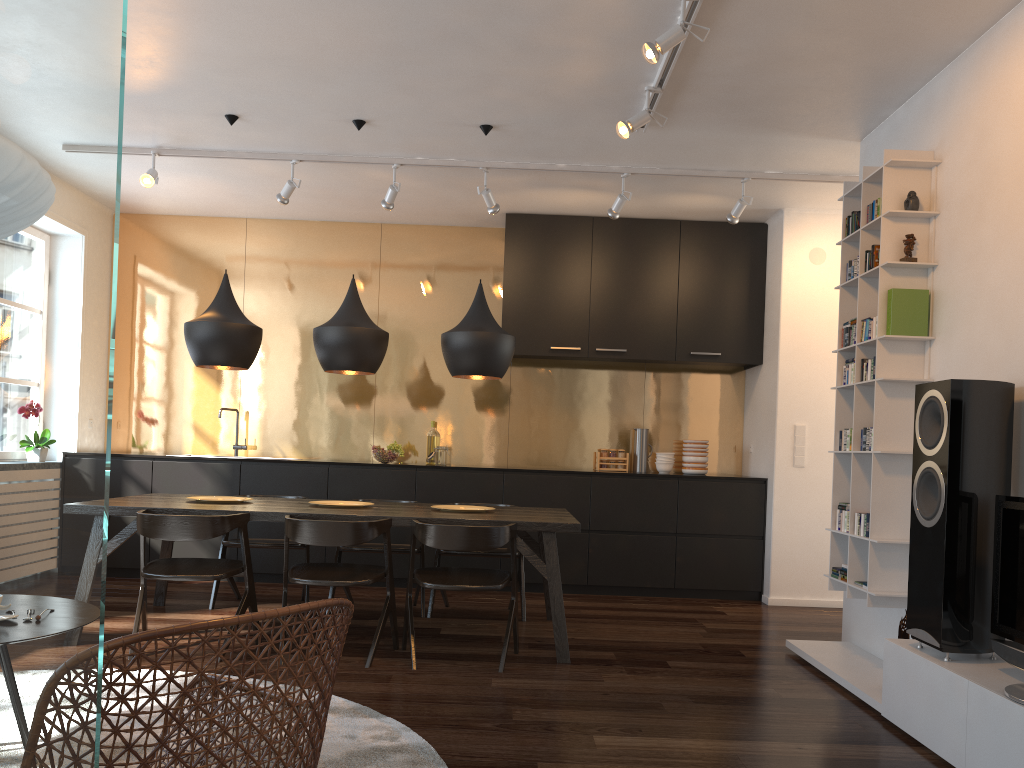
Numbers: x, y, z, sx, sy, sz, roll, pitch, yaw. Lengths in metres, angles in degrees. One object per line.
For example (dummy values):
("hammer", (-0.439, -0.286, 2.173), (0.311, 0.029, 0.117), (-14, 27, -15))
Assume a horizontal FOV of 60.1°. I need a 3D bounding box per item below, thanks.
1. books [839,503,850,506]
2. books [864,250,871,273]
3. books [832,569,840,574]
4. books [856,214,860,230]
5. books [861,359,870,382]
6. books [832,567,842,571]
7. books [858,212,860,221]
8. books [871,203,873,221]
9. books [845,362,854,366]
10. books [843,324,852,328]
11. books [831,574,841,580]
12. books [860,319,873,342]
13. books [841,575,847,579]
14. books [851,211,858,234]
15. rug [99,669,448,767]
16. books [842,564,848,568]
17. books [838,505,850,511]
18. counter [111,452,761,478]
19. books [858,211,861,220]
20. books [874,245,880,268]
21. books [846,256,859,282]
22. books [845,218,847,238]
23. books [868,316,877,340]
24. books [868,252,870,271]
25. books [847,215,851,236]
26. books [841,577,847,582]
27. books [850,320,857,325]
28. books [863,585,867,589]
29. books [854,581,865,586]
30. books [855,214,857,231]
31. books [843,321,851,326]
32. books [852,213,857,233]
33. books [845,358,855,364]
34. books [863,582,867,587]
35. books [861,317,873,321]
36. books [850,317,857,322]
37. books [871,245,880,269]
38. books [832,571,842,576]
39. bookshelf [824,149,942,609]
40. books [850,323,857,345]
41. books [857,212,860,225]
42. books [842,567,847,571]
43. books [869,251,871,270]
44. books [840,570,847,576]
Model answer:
("books", (1.699, 0.602, 4.413), (0.093, 0.012, 0.112), (2, -4, 0))
("books", (1.707, -0.577, 4.187), (0.069, 0.107, 0.023), (2, 0, 0))
("books", (1.651, 0.936, 4.421), (0.069, 0.015, 0.092), (2, -4, 0))
("books", (1.716, -0.787, 4.310), (0.069, 0.091, 0.046), (2, -1, 0))
("books", (1.706, -0.061, 4.222), (0.074, 0.115, 0.029), (2, 0, 0))
("books", (1.653, 0.926, 4.416), (0.069, 0.009, 0.107), (2, -4, 0))
("books", (1.718, -0.793, 4.284), (0.069, 0.098, 0.058), (2, -1, 0))
("books", (1.731, -0.800, 4.173), (0.069, 0.107, 0.012), (2, 0, 0))
("books", (1.730, -0.099, 4.415), (0.093, 0.012, 0.112), (2, -4, 0))
("books", (1.710, -0.287, 4.430), (0.069, 0.014, 0.092), (2, -4, 0))
("books", (1.650, 0.964, 4.419), (0.074, 0.015, 0.099), (2, -4, 0))
("books", (1.711, -0.248, 4.187), (0.096, 0.107, 0.088), (2, -2, 0))
("books", (1.651, 0.940, 4.296), (0.069, 0.014, 0.092), (2, -4, 0))
("books", (1.718, -0.794, 4.376), (0.074, 0.115, 0.029), (2, 0, 0))
("rug", (-1.570, 1.137, 2.420), (2.840, 0.012, 2.841), (4, -5, -20))
("books", (1.655, 0.889, 4.296), (0.069, 0.014, 0.092), (2, -4, 0))
("books", (1.681, 0.619, 4.414), (0.069, 0.023, 0.107), (2, -4, 0))
("counter", (-0.688, 0.610, 6.704), (5.060, 0.002, 0.734), (2, -4, 0))
("books", (1.718, -0.793, 4.275), (0.069, 0.098, 0.058), (2, -1, 0))
("books", (1.712, -0.584, 4.091), (0.069, 0.107, 0.016), (2, 0, 0))
("books", (1.736, -0.566, 4.358), (0.108, 0.112, 0.222), (2, -3, 0))
("books", (1.719, -0.783, 4.463), (0.069, 0.107, 0.016), (2, 0, 0))
("books", (1.722, -0.260, 4.077), (0.122, 0.112, 0.137), (2, -3, 0))
("books", (1.710, -0.571, 4.155), (0.069, 0.092, 0.014), (2, 0, 0))
("books", (1.714, -0.786, 4.429), (0.069, 0.107, 0.023), (2, 0, 0))
("books", (1.654, 0.956, 4.303), (0.069, 0.016, 0.107), (2, -4, 0))
("books", (1.701, -0.302, 4.301), (0.069, 0.018, 0.108), (2, -4, 0))
("books", (1.665, 0.939, 4.063), (0.069, 0.014, 0.092), (2, -4, 0))
("books", (1.686, 0.947, 4.179), (0.093, 0.012, 0.112), (2, -4, 0))
("books", (1.717, -0.786, 4.334), (0.069, 0.093, 0.028), (2, 0, 0))
("books", (1.707, -0.301, 4.426), (0.069, 0.014, 0.093), (2, -4, 5))
("books", (1.716, -0.789, 4.353), (0.074, 0.099, 0.019), (2, 0, 0))
("books", (1.734, -0.114, 4.417), (0.096, 0.022, 0.112), (2, -4, 0))
("books", (1.662, 0.925, 4.060), (0.069, 0.014, 0.093), (2, -4, 5))
("books", (1.707, -0.306, 4.181), (0.069, 0.008, 0.107), (2, -4, 0))
("books", (1.711, -0.316, 4.300), (0.093, 0.014, 0.112), (2, -4, 0))
("books", (1.711, -0.587, 4.115), (0.074, 0.115, 0.029), (2, 0, 0))
("books", (1.652, 0.949, 4.419), (0.069, 0.014, 0.092), (2, -4, 0))
("bookshelf", (1.758, -0.004, 4.242), (0.227, 2.073, 0.640), (2, 0, 0))
("books", (1.714, -0.240, 4.303), (0.096, 0.107, 0.114), (2, -2, 0))
("books", (1.718, -0.792, 4.293), (0.069, 0.098, 0.058), (2, -1, 0))
("books", (1.654, 0.903, 4.296), (0.069, 0.014, 0.092), (2, -4, 0))
("books", (1.708, -0.573, 4.139), (0.069, 0.093, 0.020), (2, 0, 0))
("books", (1.650, 0.923, 4.304), (0.069, 0.023, 0.107), (2, -4, 0))
